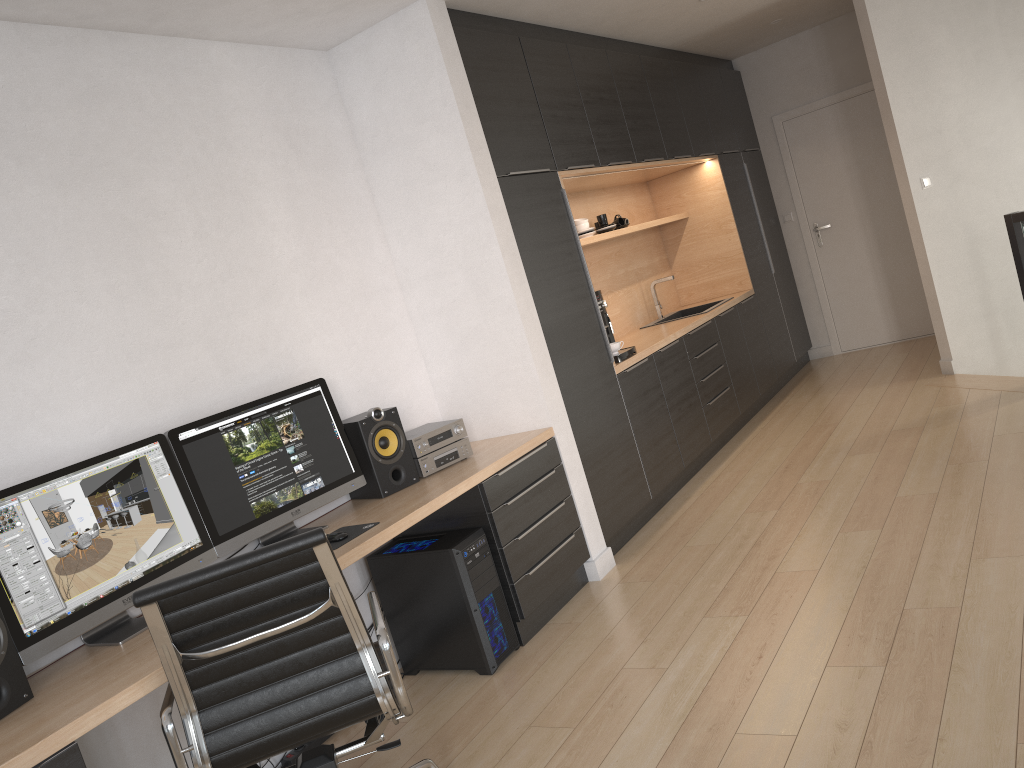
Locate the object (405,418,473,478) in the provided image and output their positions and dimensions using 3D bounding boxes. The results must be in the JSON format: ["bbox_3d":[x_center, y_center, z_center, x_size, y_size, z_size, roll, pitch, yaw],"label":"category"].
[{"bbox_3d":[-0.371,0.286,3.870,0.285,0.174,0.270,-22,8,-41],"label":"object"}]

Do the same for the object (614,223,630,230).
[{"bbox_3d":[0.746,-1.076,6.117,0.145,0.025,0.145,-12,8,36],"label":"object"}]

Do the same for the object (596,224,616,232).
[{"bbox_3d":[0.623,-1.023,5.869,0.145,0.025,0.145,-23,8,-43],"label":"object"}]

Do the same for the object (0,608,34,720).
[{"bbox_3d":[-1.434,0.700,2.248,0.249,0.354,0.198,-15,7,18],"label":"object"}]

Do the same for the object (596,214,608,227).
[{"bbox_3d":[0.601,-1.072,5.855,0.066,0.092,0.084,-17,6,2],"label":"object"}]

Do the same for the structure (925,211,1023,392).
[{"bbox_3d":[4.817,0.786,4.185,2.823,4.339,4.190,-18,6,-11],"label":"structure"}]

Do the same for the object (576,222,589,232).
[{"bbox_3d":[0.443,-0.972,5.558,0.095,0.057,0.099,-16,6,6],"label":"object"}]

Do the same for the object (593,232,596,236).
[{"bbox_3d":[0.481,-0.959,5.797,0.145,0.025,0.145,-23,8,-43],"label":"object"}]

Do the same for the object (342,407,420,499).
[{"bbox_3d":[-0.576,0.276,3.679,0.198,0.354,0.249,-22,8,-41],"label":"object"}]

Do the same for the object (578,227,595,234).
[{"bbox_3d":[0.451,-0.948,5.557,0.145,0.025,0.145,-15,7,20],"label":"object"}]

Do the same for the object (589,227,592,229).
[{"bbox_3d":[0.473,-0.982,5.795,0.099,0.057,0.095,-13,7,31],"label":"object"}]

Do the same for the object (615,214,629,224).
[{"bbox_3d":[0.754,-1.133,6.141,0.100,0.093,0.066,-11,9,43],"label":"object"}]

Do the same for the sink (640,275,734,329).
[{"bbox_3d":[1.259,-0.543,6.402,0.512,0.518,0.626,-13,7,33],"label":"sink"}]

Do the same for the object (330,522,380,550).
[{"bbox_3d":[-0.606,0.537,3.092,0.200,0.002,0.250,-13,7,33],"label":"object"}]

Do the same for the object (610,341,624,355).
[{"bbox_3d":[0.557,-0.193,4.883,0.099,0.057,0.095,-12,8,36],"label":"object"}]

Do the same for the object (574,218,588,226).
[{"bbox_3d":[0.434,-1.004,5.551,0.098,0.075,0.095,-11,9,45],"label":"object"}]

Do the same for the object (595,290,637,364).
[{"bbox_3d":[0.442,-0.323,5.121,0.584,0.398,0.618,-13,7,34],"label":"object"}]

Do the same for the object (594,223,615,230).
[{"bbox_3d":[0.617,-1.033,5.866,0.145,0.025,0.145,-23,8,-43],"label":"object"}]

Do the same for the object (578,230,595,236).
[{"bbox_3d":[0.455,-0.936,5.561,0.145,0.025,0.145,-15,7,20],"label":"object"}]

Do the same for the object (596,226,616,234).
[{"bbox_3d":[0.624,-1.010,5.869,0.145,0.025,0.145,-23,8,-43],"label":"object"}]

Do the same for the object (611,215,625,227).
[{"bbox_3d":[0.718,-1.111,6.094,0.066,0.093,0.100,-22,8,-41],"label":"object"}]

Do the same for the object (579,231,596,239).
[{"bbox_3d":[0.458,-0.925,5.559,0.145,0.025,0.145,-15,7,20],"label":"object"}]

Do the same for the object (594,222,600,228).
[{"bbox_3d":[0.608,-1.057,6.011,0.084,0.092,0.066,-12,8,40],"label":"object"}]

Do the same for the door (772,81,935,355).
[{"bbox_3d":[2.922,-1.356,7.427,0.974,2.136,0.085,-13,7,33],"label":"door"}]

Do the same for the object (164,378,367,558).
[{"bbox_3d":[-0.885,0.321,3.278,0.190,0.535,0.716,-12,8,38],"label":"object"}]

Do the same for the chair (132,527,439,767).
[{"bbox_3d":[-0.611,0.880,2.433,0.664,0.991,0.699,-17,6,-6],"label":"chair"}]

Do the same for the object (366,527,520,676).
[{"bbox_3d":[-0.273,0.889,3.604,0.474,0.527,0.215,-13,7,33],"label":"object"}]
